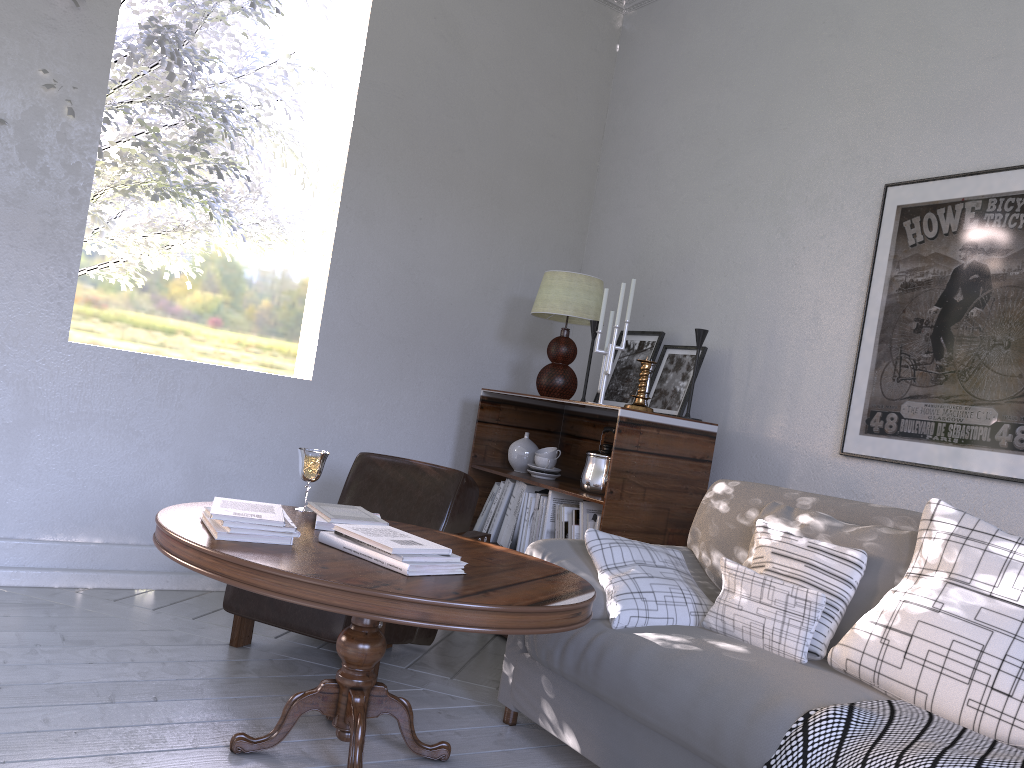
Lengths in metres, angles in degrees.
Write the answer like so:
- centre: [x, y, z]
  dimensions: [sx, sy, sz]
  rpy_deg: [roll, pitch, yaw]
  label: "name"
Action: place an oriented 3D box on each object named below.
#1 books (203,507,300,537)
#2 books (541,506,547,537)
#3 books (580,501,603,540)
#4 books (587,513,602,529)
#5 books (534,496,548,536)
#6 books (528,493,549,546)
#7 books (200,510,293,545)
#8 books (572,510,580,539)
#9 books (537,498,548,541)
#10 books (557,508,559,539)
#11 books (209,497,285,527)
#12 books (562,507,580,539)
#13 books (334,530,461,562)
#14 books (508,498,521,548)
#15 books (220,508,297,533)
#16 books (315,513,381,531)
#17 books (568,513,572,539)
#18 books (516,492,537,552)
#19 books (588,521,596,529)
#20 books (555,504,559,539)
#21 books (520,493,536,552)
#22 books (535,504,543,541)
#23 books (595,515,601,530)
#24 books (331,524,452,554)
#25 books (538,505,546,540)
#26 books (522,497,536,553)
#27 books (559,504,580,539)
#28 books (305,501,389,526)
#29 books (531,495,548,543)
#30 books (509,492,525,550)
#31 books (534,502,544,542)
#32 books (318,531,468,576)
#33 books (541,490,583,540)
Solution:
- centre: [-0.516, 0.271, 1.748]
  dimensions: [0.136, 0.010, 0.213]
  rpy_deg: [10, -2, -31]
  label: "books"
- centre: [0.147, 0.491, 2.874]
  dimensions: [0.116, 0.182, 0.009]
  rpy_deg: [9, 1, -28]
  label: "books"
- centre: [0.263, 0.485, 2.728]
  dimensions: [0.126, 0.233, 0.077]
  rpy_deg: [9, 1, -33]
  label: "books"
- centre: [0.277, 0.502, 2.716]
  dimensions: [0.115, 0.199, 0.061]
  rpy_deg: [9, 1, -33]
  label: "books"
- centre: [0.136, 0.478, 2.923]
  dimensions: [0.131, 0.206, 0.011]
  rpy_deg: [9, 1, -28]
  label: "books"
- centre: [0.123, 0.474, 2.947]
  dimensions: [0.129, 0.212, 0.020]
  rpy_deg: [9, 1, -28]
  label: "books"
- centre: [-0.527, 0.282, 1.750]
  dimensions: [0.142, 0.015, 0.221]
  rpy_deg: [10, -2, -26]
  label: "books"
- centre: [0.242, 0.496, 2.738]
  dimensions: [0.131, 0.202, 0.064]
  rpy_deg: [9, 1, -33]
  label: "books"
- centre: [0.140, 0.479, 2.890]
  dimensions: [0.115, 0.204, 0.009]
  rpy_deg: [9, 1, -28]
  label: "books"
- centre: [0.198, 0.496, 2.812]
  dimensions: [0.125, 0.193, 0.064]
  rpy_deg: [9, 1, -33]
  label: "books"
- centre: [-0.518, 0.250, 1.740]
  dimensions: [0.136, 0.011, 0.215]
  rpy_deg: [10, -2, -16]
  label: "books"
- centre: [0.213, 0.493, 2.782]
  dimensions: [0.131, 0.202, 0.064]
  rpy_deg: [9, 1, -33]
  label: "books"
- centre: [-0.224, 0.311, 1.711]
  dimensions: [0.135, 0.010, 0.239]
  rpy_deg: [11, -2, -41]
  label: "books"
- centre: [0.053, 0.479, 3.000]
  dimensions: [0.121, 0.185, 0.025]
  rpy_deg: [9, 1, -38]
  label: "books"
- centre: [-0.511, 0.262, 1.758]
  dimensions: [0.135, 0.010, 0.240]
  rpy_deg: [10, -2, -21]
  label: "books"
- centre: [-0.372, 0.313, 2.022]
  dimensions: [0.147, 0.018, 0.230]
  rpy_deg: [10, -2, -11]
  label: "books"
- centre: [0.228, 0.504, 2.775]
  dimensions: [0.121, 0.185, 0.060]
  rpy_deg: [9, 1, -33]
  label: "books"
- centre: [0.086, 0.471, 2.974]
  dimensions: [0.131, 0.206, 0.011]
  rpy_deg: [9, 1, -28]
  label: "books"
- centre: [0.279, 0.514, 2.704]
  dimensions: [0.116, 0.178, 0.055]
  rpy_deg: [9, 1, -33]
  label: "books"
- centre: [0.194, 0.490, 2.827]
  dimensions: [0.131, 0.202, 0.064]
  rpy_deg: [9, 1, -33]
  label: "books"
- centre: [0.098, 0.473, 2.968]
  dimensions: [0.131, 0.206, 0.011]
  rpy_deg: [9, 1, -28]
  label: "books"
- centre: [0.130, 0.489, 2.896]
  dimensions: [0.116, 0.182, 0.009]
  rpy_deg: [9, 1, -28]
  label: "books"
- centre: [0.287, 0.499, 2.655]
  dimensions: [0.115, 0.204, 0.009]
  rpy_deg: [9, 1, -33]
  label: "books"
- centre: [-0.234, 0.298, 1.705]
  dimensions: [0.137, 0.010, 0.213]
  rpy_deg: [11, -2, -41]
  label: "books"
- centre: [0.137, 0.489, 2.879]
  dimensions: [0.116, 0.183, 0.009]
  rpy_deg: [9, 1, -28]
  label: "books"
- centre: [0.104, 0.479, 2.957]
  dimensions: [0.125, 0.195, 0.015]
  rpy_deg: [9, 1, -28]
  label: "books"
- centre: [0.205, 0.488, 2.797]
  dimensions: [0.130, 0.210, 0.073]
  rpy_deg: [9, 1, -33]
  label: "books"
- centre: [-0.378, 0.297, 2.020]
  dimensions: [0.136, 0.011, 0.213]
  rpy_deg: [10, -2, -26]
  label: "books"
- centre: [0.130, 0.478, 2.933]
  dimensions: [0.131, 0.206, 0.011]
  rpy_deg: [9, 1, -28]
  label: "books"
- centre: [0.059, 0.469, 2.990]
  dimensions: [0.121, 0.207, 0.026]
  rpy_deg: [9, 1, -38]
  label: "books"
- centre: [0.131, 0.486, 2.908]
  dimensions: [0.121, 0.188, 0.012]
  rpy_deg: [9, 1, -28]
  label: "books"
- centre: [-0.234, 0.326, 1.716]
  dimensions: [0.277, 0.021, 0.149]
  rpy_deg: [8, -2, 43]
  label: "books"
- centre: [0.157, 0.465, 2.862]
  dimensions: [0.126, 0.237, 0.017]
  rpy_deg: [9, 1, -28]
  label: "books"
